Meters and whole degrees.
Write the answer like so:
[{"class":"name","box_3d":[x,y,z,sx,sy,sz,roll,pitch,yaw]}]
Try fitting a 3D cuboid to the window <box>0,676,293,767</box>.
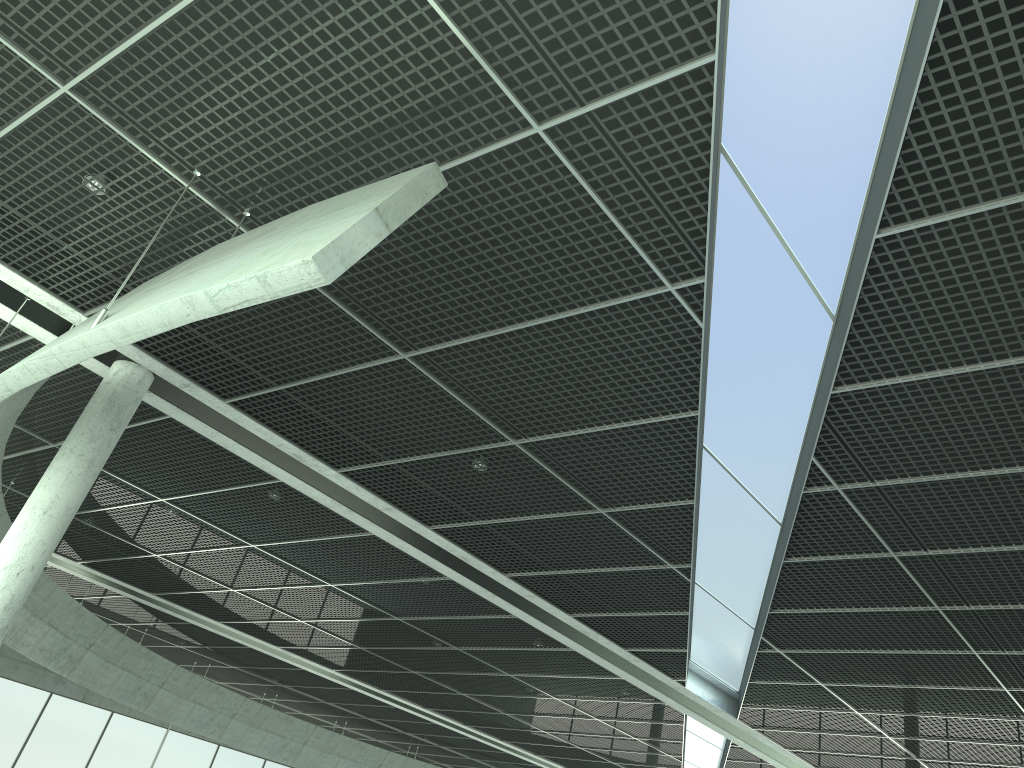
[{"class":"window","box_3d":[-30.430,37.038,72.818,0.159,10.675,33.468,-13,-41,36]}]
